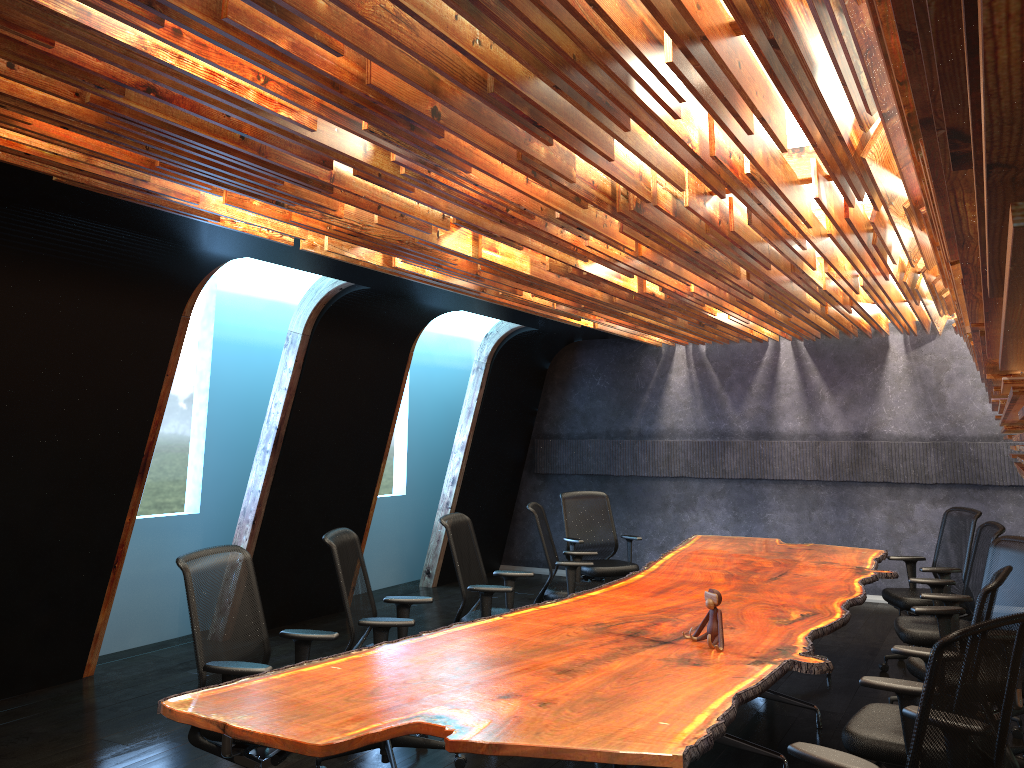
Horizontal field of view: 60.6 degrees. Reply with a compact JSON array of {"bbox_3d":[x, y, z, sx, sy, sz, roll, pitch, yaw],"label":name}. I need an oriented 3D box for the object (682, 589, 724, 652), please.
[{"bbox_3d":[0.916,1.079,4.069,0.128,0.249,0.301,4,-8,-19],"label":"object"}]

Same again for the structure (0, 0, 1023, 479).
[{"bbox_3d":[1.100,0.429,5.129,4.508,3.045,11.334,-3,-5,28],"label":"structure"}]

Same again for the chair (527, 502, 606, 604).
[{"bbox_3d":[0.533,1.598,7.081,0.796,1.262,0.798,-1,-9,8],"label":"chair"}]

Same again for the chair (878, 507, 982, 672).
[{"bbox_3d":[3.233,1.600,6.866,0.796,1.262,0.798,0,-9,4],"label":"chair"}]

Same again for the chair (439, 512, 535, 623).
[{"bbox_3d":[-0.063,1.520,5.911,0.795,1.262,0.798,-2,-10,13],"label":"chair"}]

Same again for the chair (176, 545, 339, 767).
[{"bbox_3d":[-1.067,1.388,3.927,0.795,1.262,0.798,-2,-10,13],"label":"chair"}]

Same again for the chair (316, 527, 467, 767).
[{"bbox_3d":[-0.637,1.450,4.867,0.796,1.262,0.798,0,-9,3],"label":"chair"}]

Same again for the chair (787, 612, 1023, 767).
[{"bbox_3d":[1.230,1.329,2.792,0.811,1.262,0.783,7,-12,-36],"label":"chair"}]

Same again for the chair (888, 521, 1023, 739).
[{"bbox_3d":[2.782,1.522,5.688,0.794,1.262,0.799,-3,-10,18],"label":"chair"}]

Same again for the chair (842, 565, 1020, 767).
[{"bbox_3d":[1.701,1.388,3.674,0.790,1.262,0.804,-6,-11,33],"label":"chair"}]

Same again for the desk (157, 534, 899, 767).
[{"bbox_3d":[1.166,1.698,5.383,2.027,0.831,6.579,-2,-5,29],"label":"desk"}]

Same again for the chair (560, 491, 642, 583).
[{"bbox_3d":[0.880,1.688,8.479,0.813,1.262,0.781,5,-11,-27],"label":"chair"}]

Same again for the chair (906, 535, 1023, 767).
[{"bbox_3d":[2.443,1.454,4.646,0.796,1.262,0.798,1,-9,-1],"label":"chair"}]
